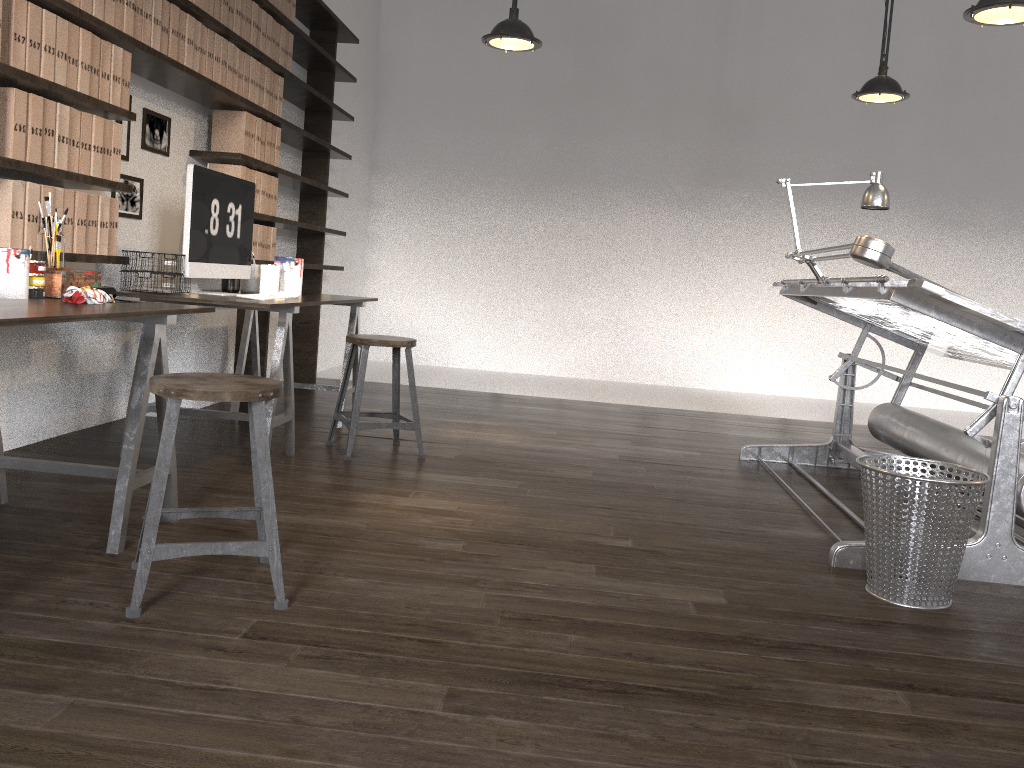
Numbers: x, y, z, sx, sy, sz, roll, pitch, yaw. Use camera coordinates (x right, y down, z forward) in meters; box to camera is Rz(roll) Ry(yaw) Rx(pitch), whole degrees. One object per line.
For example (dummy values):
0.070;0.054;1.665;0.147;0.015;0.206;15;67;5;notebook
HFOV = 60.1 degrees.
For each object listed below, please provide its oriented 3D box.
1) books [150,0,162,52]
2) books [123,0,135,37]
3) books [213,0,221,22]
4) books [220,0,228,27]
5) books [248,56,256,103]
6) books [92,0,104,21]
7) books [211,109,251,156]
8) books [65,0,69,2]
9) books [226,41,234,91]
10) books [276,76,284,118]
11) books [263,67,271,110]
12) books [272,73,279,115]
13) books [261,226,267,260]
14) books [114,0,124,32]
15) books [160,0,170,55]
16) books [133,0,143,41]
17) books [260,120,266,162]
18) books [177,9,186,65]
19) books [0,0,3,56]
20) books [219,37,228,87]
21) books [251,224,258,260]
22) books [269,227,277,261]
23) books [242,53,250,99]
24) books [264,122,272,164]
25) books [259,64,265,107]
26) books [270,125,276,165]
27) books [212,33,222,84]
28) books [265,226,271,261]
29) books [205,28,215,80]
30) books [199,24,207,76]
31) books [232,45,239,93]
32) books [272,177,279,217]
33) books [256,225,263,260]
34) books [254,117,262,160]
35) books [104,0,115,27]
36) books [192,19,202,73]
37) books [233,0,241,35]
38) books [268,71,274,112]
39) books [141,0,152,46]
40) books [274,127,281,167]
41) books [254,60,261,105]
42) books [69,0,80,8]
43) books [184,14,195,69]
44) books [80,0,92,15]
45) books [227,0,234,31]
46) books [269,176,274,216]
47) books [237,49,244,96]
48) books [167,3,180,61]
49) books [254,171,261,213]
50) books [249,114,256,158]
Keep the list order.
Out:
-1.495;-1.443;3.526;0.174;0.225;0.067;5;4;5;books
-1.512;-1.420;3.318;0.174;0.225;0.067;5;4;5;books
-1.429;-1.770;4.053;0.174;0.225;0.067;5;4;5;books
-1.417;-1.777;4.126;0.174;0.225;0.067;5;4;5;books
-1.405;-1.551;4.511;0.174;0.225;0.067;5;4;5;books
-1.531;-1.398;3.117;0.174;0.225;0.067;5;4;5;books
-1.432;-1.275;4.513;0.174;0.225;0.067;5;4;5;books
-1.552;-1.375;2.909;0.174;0.225;0.067;5;4;5;books
-1.429;-1.520;4.230;0.174;0.225;0.067;5;4;5;books
-1.368;-1.596;4.920;0.174;0.225;0.067;5;4;5;books
-1.385;-1.573;4.712;0.174;0.225;0.067;5;4;5;books
-1.379;-1.589;4.850;0.174;0.225;0.067;5;4;5;books
-1.445;-0.762;4.859;0.174;0.225;0.067;5;4;5;books
-1.522;-1.413;3.252;0.174;0.225;0.067;5;4;5;books
-1.493;-1.451;3.597;0.174;0.225;0.067;5;4;5;books
-1.512;-1.428;3.385;0.174;0.225;0.067;5;4;5;books
-1.413;-1.299;4.725;0.174;0.225;0.067;5;4;5;books
-1.479;-1.467;3.745;0.174;0.225;0.067;5;4;5;books
-1.600;-1.057;2.599;0.174;0.225;0.067;5;4;5;books
-1.435;-1.512;4.158;0.174;0.225;0.067;5;4;5;books
-1.455;-0.746;4.723;0.174;0.225;0.067;5;4;5;books
-1.428;-0.776;4.993;0.174;0.225;0.067;5;4;5;books
-1.415;-1.544;4.441;0.174;0.225;0.067;5;4;5;books
-1.401;-1.306;4.799;0.174;0.225;0.067;5;4;5;books
-1.396;-1.567;4.646;0.174;0.225;0.067;5;4;5;books
-1.400;-1.315;4.873;0.174;0.225;0.067;5;4;5;books
-1.445;-1.506;4.096;0.174;0.225;0.067;5;4;5;books
-1.441;-0.770;4.929;0.174;0.225;0.067;5;4;5;books
-1.453;-1.498;4.021;0.174;0.225;0.067;5;4;5;books
-1.461;-1.490;3.952;0.174;0.225;0.067;5;4;5;books
-1.426;-1.528;4.302;0.174;0.225;0.067;5;4;5;books
-1.412;-1.051;4.973;0.174;0.225;0.067;5;4;5;books
-1.448;-0.754;4.789;0.174;0.225;0.067;5;4;5;books
-1.415;-1.290;4.654;0.174;0.225;0.067;5;4;5;books
-1.527;-1.406;3.189;0.174;0.225;0.067;5;4;5;books
-1.464;-1.482;3.882;0.174;0.225;0.067;5;4;5;books
-1.405;-1.794;4.272;0.174;0.225;0.067;5;4;5;books
-1.385;-1.581;4.779;0.174;0.225;0.067;5;4;5;books
-1.505;-1.435;3.456;0.174;0.225;0.067;5;4;5;books
-1.391;-1.323;4.949;0.174;0.225;0.067;5;4;5;books
-1.400;-1.559;4.583;0.174;0.225;0.067;5;4;5;books
-1.550;-1.383;2.978;0.174;0.225;0.067;5;4;5;books
-1.467;-1.474;3.810;0.174;0.225;0.067;5;4;5;books
-1.541;-1.390;3.047;0.174;0.225;0.067;5;4;5;books
-1.416;-1.786;4.201;0.174;0.225;0.067;5;4;5;books
-1.417;-1.043;4.903;0.174;0.225;0.067;5;4;5;books
-1.423;-1.536;4.372;0.174;0.225;0.067;5;4;5;books
-1.481;-1.459;3.671;0.174;0.225;0.067;5;4;5;books
-1.435;-1.021;4.702;0.174;0.225;0.067;5;4;5;books
-1.426;-1.283;4.584;0.174;0.225;0.067;5;4;5;books
